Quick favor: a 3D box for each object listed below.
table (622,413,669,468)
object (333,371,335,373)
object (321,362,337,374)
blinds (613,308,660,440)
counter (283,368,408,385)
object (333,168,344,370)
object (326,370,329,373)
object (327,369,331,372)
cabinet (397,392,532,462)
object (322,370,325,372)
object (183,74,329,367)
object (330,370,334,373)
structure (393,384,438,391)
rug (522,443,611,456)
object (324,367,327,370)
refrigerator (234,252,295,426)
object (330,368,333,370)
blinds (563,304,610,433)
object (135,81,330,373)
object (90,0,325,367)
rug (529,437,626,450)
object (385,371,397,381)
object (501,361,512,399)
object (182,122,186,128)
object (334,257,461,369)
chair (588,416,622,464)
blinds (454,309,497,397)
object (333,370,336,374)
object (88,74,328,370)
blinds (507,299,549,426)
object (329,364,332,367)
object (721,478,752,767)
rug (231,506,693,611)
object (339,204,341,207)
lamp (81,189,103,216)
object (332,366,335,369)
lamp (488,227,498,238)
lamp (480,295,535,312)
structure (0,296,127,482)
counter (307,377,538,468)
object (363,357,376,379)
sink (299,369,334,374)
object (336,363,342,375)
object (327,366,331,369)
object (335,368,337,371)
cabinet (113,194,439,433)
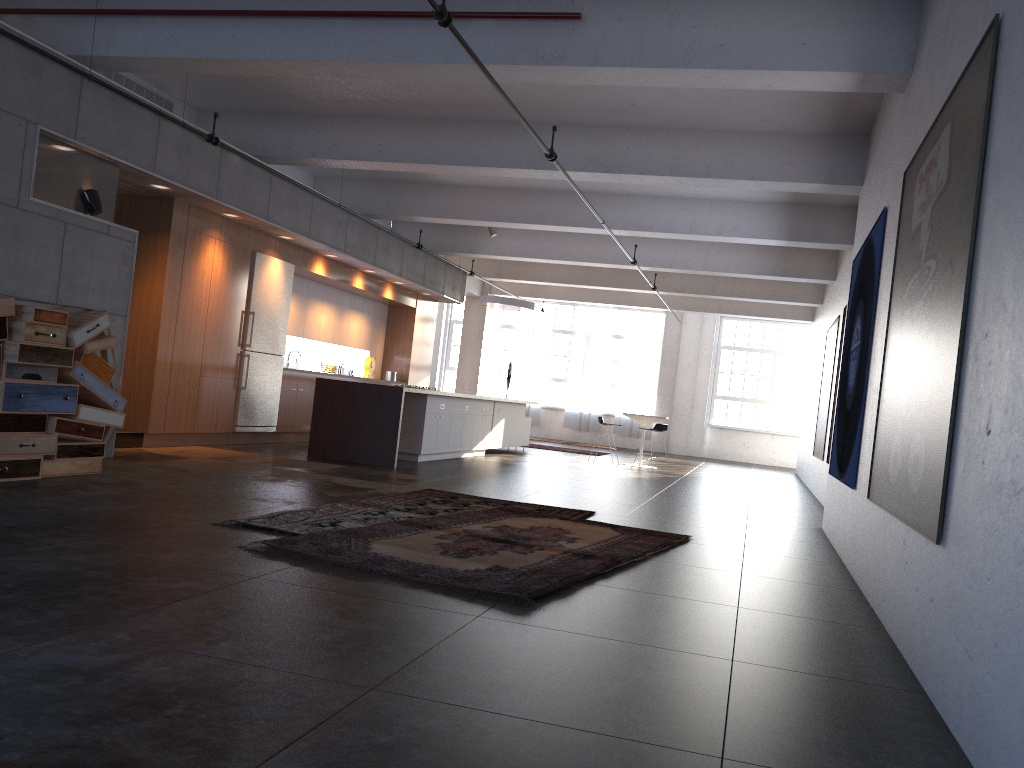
[{"bbox_3d":[2.405,1.047,16.307,0.819,0.951,0.838,6,0,15],"label":"table"},{"bbox_3d":[-2.886,-0.188,14.296,0.061,0.053,0.053,6,0,2],"label":"object"},{"bbox_3d":[-6.195,-0.192,8.524,0.933,1.214,13.414,6,-1,26],"label":"object"},{"bbox_3d":[3.408,-0.416,23.541,1.020,3.751,0.345,6,0,12],"label":"blinds"},{"bbox_3d":[-3.293,-0.186,14.374,1.590,0.039,4.508,6,-1,15],"label":"counter"},{"bbox_3d":[-2.904,-0.246,14.305,0.065,0.053,0.050,7,-1,-38],"label":"object"},{"bbox_3d":[-2.974,-0.196,14.264,0.050,0.055,0.061,6,-1,5],"label":"object"},{"bbox_3d":[-2.944,-0.217,14.233,0.052,0.053,0.062,6,-1,-3],"label":"object"},{"bbox_3d":[-0.819,0.676,14.453,0.912,0.930,5.709,6,-1,16],"label":"cabinet"},{"bbox_3d":[-6.077,-0.119,8.544,0.053,1.095,12.976,6,-1,28],"label":"object"},{"bbox_3d":[-2.977,-0.298,14.243,0.052,0.060,0.058,7,-1,-41],"label":"object"},{"bbox_3d":[-1.964,-1.201,15.448,0.056,2.309,2.978,6,0,34],"label":"object"},{"bbox_3d":[-1.389,0.065,12.999,0.506,0.072,0.647,6,-1,15],"label":"structure"},{"bbox_3d":[0.611,1.355,19.248,2.854,0.029,1.874,6,-1,14],"label":"rug"},{"bbox_3d":[-3.001,-0.252,14.251,0.053,0.054,0.061,6,-1,6],"label":"object"},{"bbox_3d":[-3.264,-0.551,11.547,0.218,2.191,0.964,6,0,13],"label":"refrigerator"},{"bbox_3d":[-2.599,-1.322,13.074,0.054,2.228,2.395,6,-1,-9],"label":"object"},{"bbox_3d":[2.094,-0.553,23.847,1.027,3.697,0.341,6,0,10],"label":"blinds"},{"bbox_3d":[-3.640,-1.740,11.459,0.057,2.867,6.024,6,-1,17],"label":"object"},{"bbox_3d":[-3.003,-0.287,14.305,0.052,0.053,0.062,7,-1,-27],"label":"object"},{"bbox_3d":[1.308,1.505,22.919,3.099,0.009,1.833,6,-1,13],"label":"rug"},{"bbox_3d":[-2.207,-0.138,16.148,0.194,0.170,0.187,7,-1,-27],"label":"object"},{"bbox_3d":[-0.255,0.366,22.299,1.168,1.919,1.067,6,0,14],"label":"object"},{"bbox_3d":[-2.901,-0.286,14.358,0.062,0.051,0.053,6,0,7],"label":"object"},{"bbox_3d":[-2.866,-0.279,14.321,0.056,0.060,0.054,6,-1,38],"label":"object"},{"bbox_3d":[1.710,1.056,16.136,0.508,0.895,0.460,6,0,-9],"label":"chair"},{"bbox_3d":[-0.963,-0.875,24.614,1.016,3.713,0.318,6,0,12],"label":"blinds"},{"bbox_3d":[-2.890,-0.194,14.353,0.061,0.057,0.050,7,-1,-39],"label":"object"},{"bbox_3d":[-2.982,-0.237,14.311,0.052,0.053,0.061,7,-1,-32],"label":"object"},{"bbox_3d":[0.468,-0.719,24.243,1.022,3.674,0.364,6,0,13],"label":"blinds"},{"bbox_3d":[-3.633,-1.518,9.423,0.058,2.164,9.970,6,-1,10],"label":"object"},{"bbox_3d":[-2.786,1.000,11.131,19.536,0.001,27.494,6,-1,15],"label":"object"},{"bbox_3d":[-0.020,1.049,5.914,1.845,0.048,3.581,6,-1,24],"label":"rug"},{"bbox_3d":[-2.926,-0.244,14.356,0.051,0.053,0.063,6,-1,22],"label":"object"},{"bbox_3d":[-3.731,-1.596,7.833,0.212,0.258,0.170,6,0,-4],"label":"lamp"},{"bbox_3d":[-3.202,-1.428,10.879,0.053,2.169,6.903,6,-1,8],"label":"object"},{"bbox_3d":[-0.341,-2.626,14.988,0.222,0.287,0.132,6,0,-2],"label":"lamp"},{"bbox_3d":[-0.193,-1.504,16.568,1.027,0.130,1.059,7,-1,-29],"label":"lamp"},{"bbox_3d":[-3.649,0.018,6.520,0.631,1.315,1.934,6,-1,15],"label":"structure"},{"bbox_3d":[-0.991,0.617,13.860,1.130,0.971,6.727,6,-1,16],"label":"counter"},{"bbox_3d":[-2.494,-0.281,15.561,0.098,0.381,0.277,6,0,15],"label":"object"},{"bbox_3d":[-3.097,-0.109,13.380,0.517,0.192,0.737,6,-1,15],"label":"sink"},{"bbox_3d":[-2.925,-0.259,15.006,0.059,0.209,0.146,6,0,15],"label":"object"},{"bbox_3d":[-3.069,-1.402,11.479,0.056,2.190,5.655,6,-1,5],"label":"object"},{"bbox_3d":[-5.624,-1.724,9.114,0.061,2.210,12.035,6,-1,29],"label":"object"},{"bbox_3d":[-3.811,-0.675,13.736,2.354,2.562,8.193,6,-1,15],"label":"cabinet"}]
